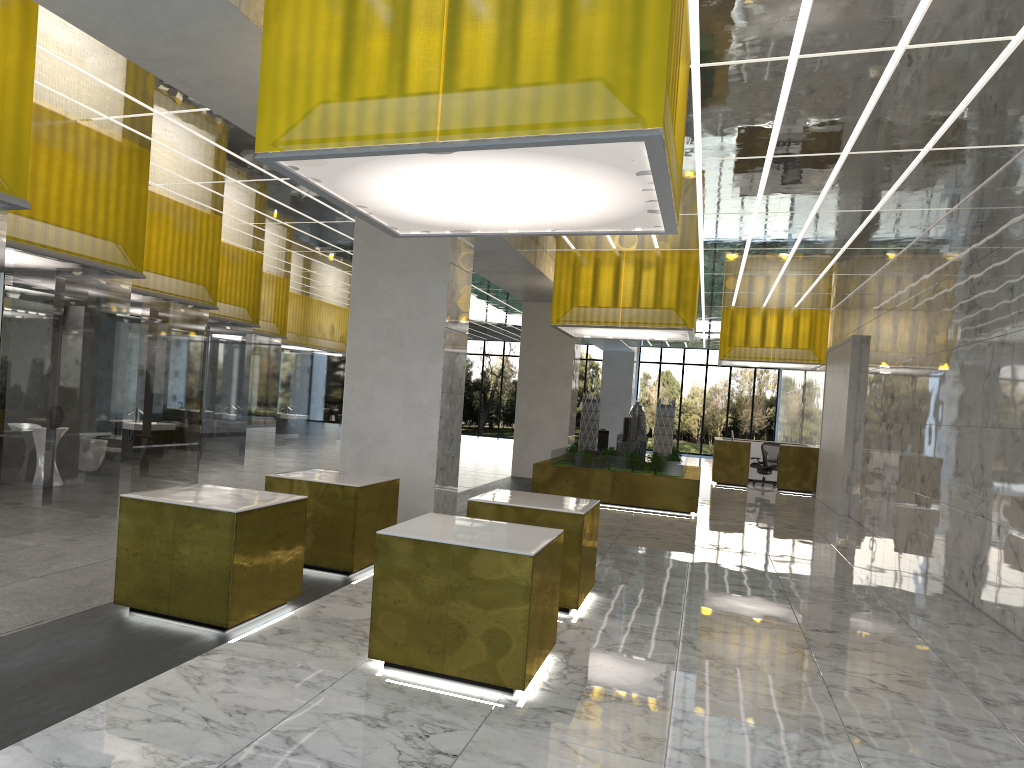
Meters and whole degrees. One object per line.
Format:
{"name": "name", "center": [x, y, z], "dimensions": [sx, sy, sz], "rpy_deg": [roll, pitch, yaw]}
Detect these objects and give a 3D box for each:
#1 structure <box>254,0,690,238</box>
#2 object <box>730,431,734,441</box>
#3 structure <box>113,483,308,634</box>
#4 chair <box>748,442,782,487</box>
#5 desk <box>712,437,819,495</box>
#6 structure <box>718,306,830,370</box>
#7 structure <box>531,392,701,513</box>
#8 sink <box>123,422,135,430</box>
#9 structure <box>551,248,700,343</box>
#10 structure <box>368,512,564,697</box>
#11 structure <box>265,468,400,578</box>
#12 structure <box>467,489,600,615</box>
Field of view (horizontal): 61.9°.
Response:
{"name": "structure", "center": [-0.119, -2.811, 7.817], "dimensions": [3.339, 2.270, 3.176], "rpy_deg": [4, -1, 18]}
{"name": "object", "center": [7.760, 1.966, 29.552], "dimensions": [0.564, 0.668, 0.735], "rpy_deg": [4, 0, 17]}
{"name": "structure", "center": [-2.996, 1.708, 8.606], "dimensions": [1.400, 1.174, 1.414], "rpy_deg": [4, 0, 18]}
{"name": "chair", "center": [8.645, 2.731, 28.990], "dimensions": [1.195, 1.494, 0.966], "rpy_deg": [4, 0, 42]}
{"name": "desk", "center": [8.554, 2.734, 29.181], "dimensions": [3.299, 1.508, 3.412], "rpy_deg": [4, -1, 18]}
{"name": "structure", "center": [8.826, -1.771, 29.157], "dimensions": [3.340, 2.270, 3.052], "rpy_deg": [4, -1, 18]}
{"name": "structure", "center": [2.940, 1.577, 22.214], "dimensions": [3.965, 2.571, 5.048], "rpy_deg": [4, -1, 17]}
{"name": "sink", "center": [-9.683, 1.039, 22.635], "dimensions": [0.895, 1.053, 1.361], "rpy_deg": [4, 0, 16]}
{"name": "structure", "center": [2.879, -2.345, 20.969], "dimensions": [3.340, 2.270, 3.176], "rpy_deg": [4, -1, 18]}
{"name": "structure", "center": [-0.362, 1.869, 7.484], "dimensions": [1.400, 1.174, 1.414], "rpy_deg": [4, 0, 18]}
{"name": "structure", "center": [-2.380, 1.804, 11.307], "dimensions": [1.400, 1.174, 1.414], "rpy_deg": [4, 0, 18]}
{"name": "structure", "center": [0.255, 1.965, 10.190], "dimensions": [1.400, 1.174, 1.414], "rpy_deg": [4, 0, 18]}
